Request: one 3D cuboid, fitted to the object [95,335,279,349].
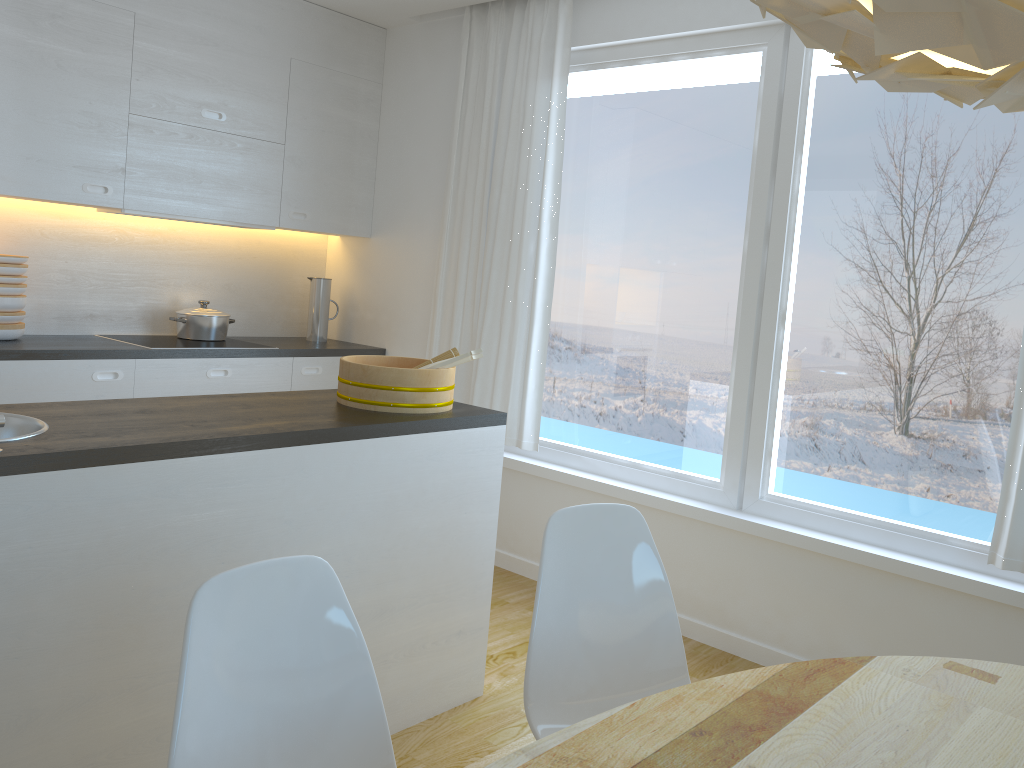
[{"bbox_3d":[-1.572,-0.201,4.295,0.564,0.013,0.654,11,9,40],"label":"object"}]

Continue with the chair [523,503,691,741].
[{"bbox_3d":[0.272,0.752,1.789,0.429,0.898,0.526,3,5,-29],"label":"chair"}]

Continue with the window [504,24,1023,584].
[{"bbox_3d":[1.016,-0.446,3.508,2.739,1.910,0.088,10,5,41],"label":"window"}]

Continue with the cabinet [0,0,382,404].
[{"bbox_3d":[-1.894,-0.472,3.782,0.483,2.292,3.201,8,6,41],"label":"cabinet"}]

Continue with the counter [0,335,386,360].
[{"bbox_3d":[-1.574,-0.183,4.291,0.603,0.040,2.001,11,9,40],"label":"counter"}]

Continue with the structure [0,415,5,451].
[{"bbox_3d":[-1.113,0.021,1.810,0.163,0.214,0.097,9,5,41],"label":"structure"}]

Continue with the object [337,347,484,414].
[{"bbox_3d":[-0.349,-0.040,2.893,0.429,0.213,0.381,3,6,-21],"label":"object"}]

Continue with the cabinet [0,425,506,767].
[{"bbox_3d":[-1.070,0.582,2.215,0.603,0.906,2.401,9,7,41],"label":"cabinet"}]

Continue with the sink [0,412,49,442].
[{"bbox_3d":[-1.267,0.170,1.977,0.404,0.156,0.406,4,6,-7],"label":"sink"}]

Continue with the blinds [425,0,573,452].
[{"bbox_3d":[-0.108,-0.811,4.235,0.798,2.152,0.150,8,4,40],"label":"blinds"}]

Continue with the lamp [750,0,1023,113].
[{"bbox_3d":[0.501,-0.807,0.785,0.650,1.131,0.639,8,5,40],"label":"lamp"}]

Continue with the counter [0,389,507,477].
[{"bbox_3d":[-1.030,0.111,2.189,0.603,0.040,2.401,11,9,40],"label":"counter"}]

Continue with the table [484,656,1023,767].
[{"bbox_3d":[0.386,0.961,0.836,1.199,0.722,2.191,10,8,39],"label":"table"}]

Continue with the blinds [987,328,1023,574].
[{"bbox_3d":[1.890,-0.435,2.491,0.798,2.152,0.150,8,4,41],"label":"blinds"}]
